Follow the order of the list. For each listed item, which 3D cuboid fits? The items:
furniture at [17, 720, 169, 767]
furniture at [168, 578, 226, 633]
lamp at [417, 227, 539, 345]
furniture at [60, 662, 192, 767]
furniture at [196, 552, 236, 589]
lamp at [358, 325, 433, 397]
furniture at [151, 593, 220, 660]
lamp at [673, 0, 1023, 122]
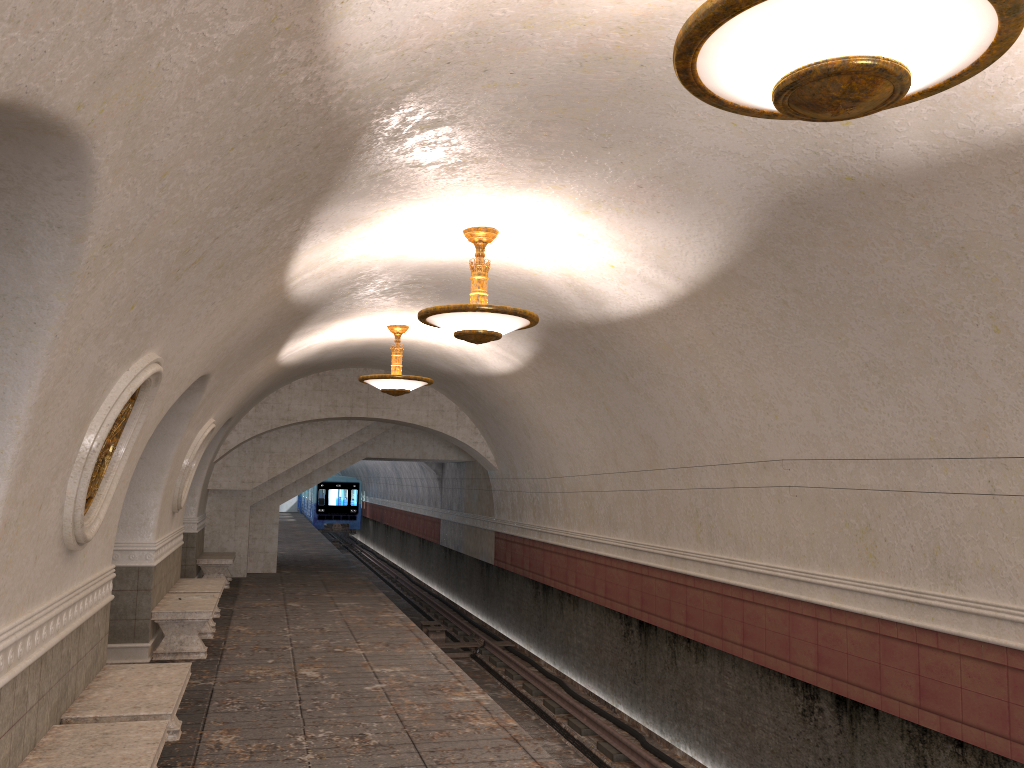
[{"bbox_3d":[-2.087,2.104,4.308,0.613,0.508,1.509,3,-7,-15],"label":"furniture"},{"bbox_3d":[-4.125,2.890,11.634,0.613,0.508,1.509,3,-7,-15],"label":"furniture"},{"bbox_3d":[-0.273,-0.801,7.389,1.008,0.955,1.008,1,-6,1],"label":"lamp"},{"bbox_3d":[-2.536,2.277,5.920,0.613,0.508,1.509,3,-7,-15],"label":"furniture"},{"bbox_3d":[-5.357,3.365,16.062,0.613,0.508,1.509,3,-7,-15],"label":"furniture"},{"bbox_3d":[-1.561,-0.304,12.017,1.008,0.955,1.008,-3,-8,30],"label":"lamp"},{"bbox_3d":[-3.677,2.717,10.022,0.613,0.508,1.509,3,-7,-15],"label":"furniture"},{"bbox_3d":[1.013,-1.297,2.762,1.008,0.955,1.008,1,-6,1],"label":"lamp"}]
